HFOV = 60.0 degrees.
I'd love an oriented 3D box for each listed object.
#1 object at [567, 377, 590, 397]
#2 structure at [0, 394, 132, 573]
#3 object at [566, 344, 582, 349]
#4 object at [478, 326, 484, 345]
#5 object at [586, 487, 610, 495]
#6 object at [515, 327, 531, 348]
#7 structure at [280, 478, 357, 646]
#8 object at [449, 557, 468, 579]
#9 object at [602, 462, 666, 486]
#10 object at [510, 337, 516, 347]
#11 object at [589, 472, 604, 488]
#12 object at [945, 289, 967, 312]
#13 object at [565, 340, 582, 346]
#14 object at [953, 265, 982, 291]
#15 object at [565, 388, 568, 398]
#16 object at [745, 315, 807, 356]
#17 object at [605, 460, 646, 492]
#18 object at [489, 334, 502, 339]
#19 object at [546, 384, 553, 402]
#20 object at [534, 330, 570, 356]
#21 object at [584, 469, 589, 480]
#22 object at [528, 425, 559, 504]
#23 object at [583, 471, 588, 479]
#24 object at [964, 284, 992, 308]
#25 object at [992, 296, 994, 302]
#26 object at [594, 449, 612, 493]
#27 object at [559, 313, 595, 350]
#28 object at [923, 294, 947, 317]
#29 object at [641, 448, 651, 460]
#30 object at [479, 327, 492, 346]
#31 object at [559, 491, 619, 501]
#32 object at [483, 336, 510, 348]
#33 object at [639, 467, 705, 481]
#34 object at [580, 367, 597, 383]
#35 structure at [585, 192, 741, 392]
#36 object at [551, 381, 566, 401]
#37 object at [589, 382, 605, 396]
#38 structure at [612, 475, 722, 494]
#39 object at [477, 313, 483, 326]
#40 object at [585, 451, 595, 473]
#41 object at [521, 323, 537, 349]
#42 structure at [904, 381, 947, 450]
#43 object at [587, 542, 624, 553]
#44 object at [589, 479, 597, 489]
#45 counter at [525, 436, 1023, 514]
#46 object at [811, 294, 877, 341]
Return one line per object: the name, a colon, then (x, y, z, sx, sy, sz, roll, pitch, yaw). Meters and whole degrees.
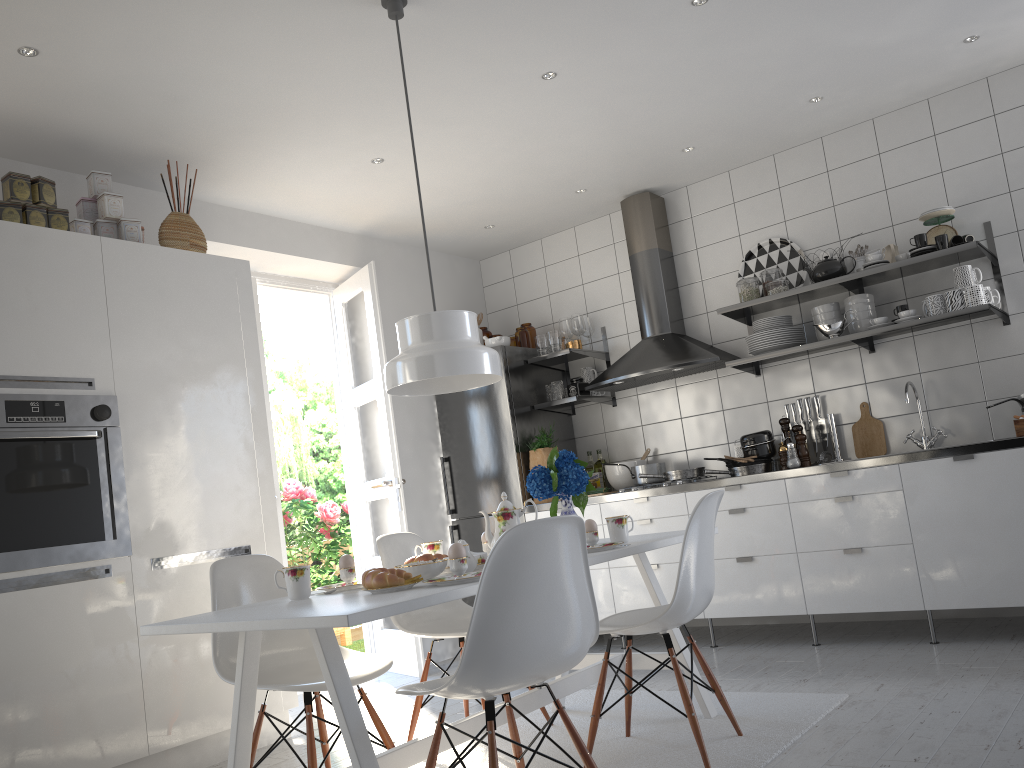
object: (0.401, 0.024, 5.378, 0.100, 0.122, 0.100, -2, -9, -43)
structure: (-1.713, 0.361, 3.227, 0.323, 0.607, 0.727, -13, -8, 36)
object: (0.380, -0.215, 5.394, 0.100, 0.036, 0.100, -3, -9, -33)
object: (-0.267, -0.254, 5.656, 0.174, 0.207, 0.174, -12, -8, 32)
object: (0.433, 0.623, 5.100, 0.141, 0.053, 0.277, -2, -10, -37)
object: (0.068, -0.279, 5.612, 0.093, 0.153, 0.094, -4, -7, -30)
structure: (-1.623, 1.347, 6.595, 1.267, 1.275, 1.175, -13, -9, 38)
object: (-0.139, 0.485, 2.325, 0.048, 0.057, 0.048, -6, -7, -13)
object: (0.718, 0.507, 5.096, 0.347, 0.153, 0.201, -6, -7, -14)
object: (0.014, -0.239, 5.751, 0.093, 0.127, 0.094, -4, -8, -31)
object: (0.521, 0.617, 5.449, 0.077, 0.140, 0.044, -13, -8, 37)
object: (2.039, -0.377, 4.046, 0.109, 0.100, 0.083, -11, -7, 26)
object: (0.375, -0.236, 5.397, 0.099, 0.048, 0.101, -4, -9, -30)
object: (2.063, -0.485, 4.024, 0.083, 0.100, 0.109, -6, -7, -19)
object: (0.382, 0.075, 5.640, 0.083, 0.100, 0.109, -9, -7, 6)
object: (1.388, -0.246, 4.679, 0.307, 0.194, 0.301, -14, -10, 41)
object: (0.691, 0.559, 5.316, 0.247, 0.174, 0.248, -6, -7, -13)
object: (-0.099, -0.237, 5.747, 0.113, 0.153, 0.113, -5, -7, -25)
object: (0.249, 0.060, 5.472, 0.086, 0.119, 0.086, -2, -9, -42)
object: (0.249, -0.238, 5.466, 0.190, 0.134, 0.229, -12, -8, 27)
object: (0.459, 0.614, 5.483, 0.059, 0.172, 0.059, -8, -6, -4)
object: (0.204, 0.464, 5.289, 0.174, 0.507, 0.283, -11, -7, 24)
object: (0.446, 0.607, 5.419, 0.059, 0.172, 0.059, -8, -6, -4)
object: (2.104, -0.393, 3.996, 0.109, 0.100, 0.083, -11, -7, 26)
object: (2.190, -0.382, 4.159, 0.083, 0.100, 0.109, -6, -7, -19)
object: (0.562, 0.544, 5.480, 0.090, 0.281, 0.082, -12, -7, 37)
object: (0.412, -0.300, 5.584, 0.193, 0.243, 0.205, -12, -8, 35)
object: (1.969, -0.357, 4.120, 0.083, 0.100, 0.109, -9, -7, 6)
object: (0.741, 0.512, 5.314, 0.221, 0.231, 0.081, -8, -6, -3)
object: (-0.187, -0.252, 5.846, 0.117, 0.235, 0.118, -5, -7, -28)
object: (0.442, 0.645, 5.097, 0.331, 0.012, 0.220, -14, -10, 36)
object: (-0.084, -0.252, 5.494, 0.159, 0.109, 0.173, -12, -9, 31)
object: (0.880, 0.494, 4.836, 0.352, 0.060, 0.233, -10, -8, 15)
object: (0.476, -0.053, 5.544, 0.083, 0.100, 0.109, -6, -7, -19)
structure: (0.771, -0.573, 5.149, 0.872, 1.088, 0.472, -13, -8, 37)
object: (0.280, 0.043, 5.378, 0.086, 0.119, 0.086, -12, -8, 33)
object: (0.518, 0.039, 5.516, 0.109, 0.100, 0.083, -11, -7, 26)
structure: (0.869, 0.558, 4.955, 0.469, 0.028, 0.490, -14, -10, 36)
object: (-0.223, -0.306, 5.670, 0.131, 0.295, 0.056, -10, -6, 16)
object: (0.502, 0.559, 5.533, 0.066, 0.281, 0.066, -12, -7, 32)
object: (0.104, -0.291, 5.713, 0.097, 0.194, 0.097, -12, -8, 36)
structure: (2.011, 0.156, 4.327, 0.189, 0.351, 0.275, -9, -7, 13)
object: (0.263, 0.531, 2.861, 0.202, 0.016, 0.201, -15, -11, 41)
object: (0.478, 0.629, 5.352, 0.078, 0.101, 0.078, -8, -7, 3)
counter: (1.536, 0.431, 4.455, 3.252, 0.045, 0.651, -14, -10, 37)
object: (1.701, -0.322, 4.529, 0.311, 0.216, 0.150, -13, -8, 34)
